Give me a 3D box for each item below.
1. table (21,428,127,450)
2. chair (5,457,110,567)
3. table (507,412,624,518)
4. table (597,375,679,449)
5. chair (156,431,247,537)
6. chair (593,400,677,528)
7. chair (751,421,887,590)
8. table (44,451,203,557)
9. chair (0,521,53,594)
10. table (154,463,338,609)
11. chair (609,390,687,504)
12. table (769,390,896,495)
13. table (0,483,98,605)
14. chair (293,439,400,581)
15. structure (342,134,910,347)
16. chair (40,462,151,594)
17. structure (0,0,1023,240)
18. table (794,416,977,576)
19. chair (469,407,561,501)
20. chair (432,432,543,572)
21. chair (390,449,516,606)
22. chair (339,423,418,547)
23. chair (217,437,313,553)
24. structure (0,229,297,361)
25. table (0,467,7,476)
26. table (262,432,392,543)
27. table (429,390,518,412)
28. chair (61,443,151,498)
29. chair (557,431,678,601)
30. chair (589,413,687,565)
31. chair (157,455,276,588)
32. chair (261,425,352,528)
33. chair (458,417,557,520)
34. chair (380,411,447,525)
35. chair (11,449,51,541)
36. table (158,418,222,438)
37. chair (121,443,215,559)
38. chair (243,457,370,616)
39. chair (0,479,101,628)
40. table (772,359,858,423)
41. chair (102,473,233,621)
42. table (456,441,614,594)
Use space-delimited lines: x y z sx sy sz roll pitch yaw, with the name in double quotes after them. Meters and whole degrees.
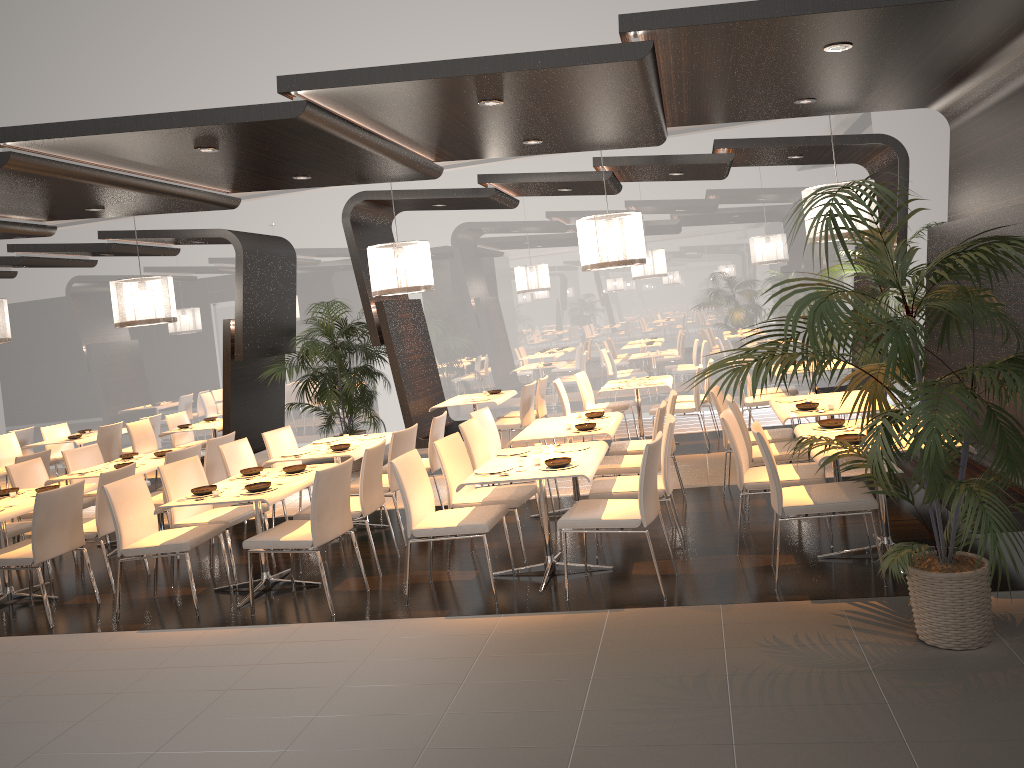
-5.531 1.033 11.403 0.799 0.725 1.152 -6 3 12 "table"
-3.960 1.082 7.687 0.604 0.869 0.485 -6 1 9 "chair"
0.621 0.679 7.082 1.051 0.725 1.152 -6 3 12 "table"
1.440 0.347 9.971 0.799 0.725 1.152 -6 3 12 "table"
-2.844 0.920 8.092 0.604 0.869 0.485 -6 1 14 "chair"
0.907 0.605 6.661 0.604 0.869 0.485 -6 1 14 "chair"
1.713 0.648 5.006 0.604 0.869 0.485 -6 1 14 "chair"
-3.406 1.075 7.924 0.799 0.725 1.152 -6 3 12 "table"
-4.038 1.159 6.864 0.603 0.869 0.486 -6 1 19 "chair"
-1.712 1.035 6.034 0.799 0.725 1.152 -6 3 12 "table"
1.114 0.526 7.326 0.604 0.869 0.485 -6 1 9 "chair"
2.441 0.501 6.692 0.799 0.725 1.152 -6 3 12 "table"
-3.698 1.230 6.447 0.799 0.725 1.152 -6 3 12 "table"
-1.171 0.880 6.268 0.604 0.873 0.485 -6 1 9 "chair"
1.193 -1.609 9.951 5.922 1.727 1.407 -6 2 12 "structure"
-3.135 1.078 6.614 0.604 0.873 0.485 -6 1 9 "chair"
-1.805 -1.004 6.750 10.642 1.735 2.914 -6 4 12 "structure"
2.179 0.653 5.224 0.799 0.725 1.152 -6 3 12 "table"
0.013 0.634 7.559 0.603 0.869 0.486 -6 1 19 "chair"
-0.157 0.780 6.058 0.603 0.873 0.486 -6 1 19 "chair"
-0.370 0.853 5.471 0.604 0.873 0.485 -6 1 14 "chair"
-1.043 0.800 7.059 0.603 0.873 0.486 -6 1 19 "chair"
-2.032 0.889 7.335 0.604 0.869 0.485 -6 1 14 "chair"
-5.778 -0.922 11.383 5.922 1.727 1.407 -6 2 12 "structure"
-5.322 1.264 8.310 0.799 0.725 1.152 -6 3 12 "table"
-1.452 0.884 7.504 0.799 0.725 1.152 -6 3 12 "table"
-0.397 0.527 10.360 0.799 0.725 1.152 -6 3 12 "table"
-3.833 1.012 8.368 0.603 0.869 0.486 -6 1 19 "chair"
0.619 0.761 5.194 0.603 0.873 0.486 -6 1 19 "chair"
0.826 0.683 5.858 0.604 0.873 0.485 -6 1 9 "chair"
-2.167 0.977 6.454 0.603 0.869 0.486 -6 1 19 "chair"
-1.835 0.818 7.920 0.603 0.869 0.486 -6 1 19 "chair"
-0.041 0.699 6.872 0.604 0.873 0.485 -6 1 14 "chair"
-0.837 0.719 7.723 0.604 0.869 0.485 -6 1 9 "chair"
-4.759 1.110 8.478 0.604 0.869 0.485 -6 1 14 "chair"
-3.681 0.852 11.016 0.799 0.725 1.152 -6 3 12 "table"
-2.938 0.982 7.471 0.603 0.869 0.486 -6 1 19 "chair"
-1.303 0.949 5.589 0.603 0.869 0.486 -6 1 19 "chair"
-3.230 1.140 5.993 0.604 0.873 0.485 -6 1 14 "chair"
3.290 0.165 9.584 0.799 0.725 1.152 -6 3 12 "table"
-2.292 1.040 5.866 0.604 0.869 0.485 -6 1 9 "chair"
0.210 0.846 5.639 0.799 0.725 1.152 -6 3 12 "table"
